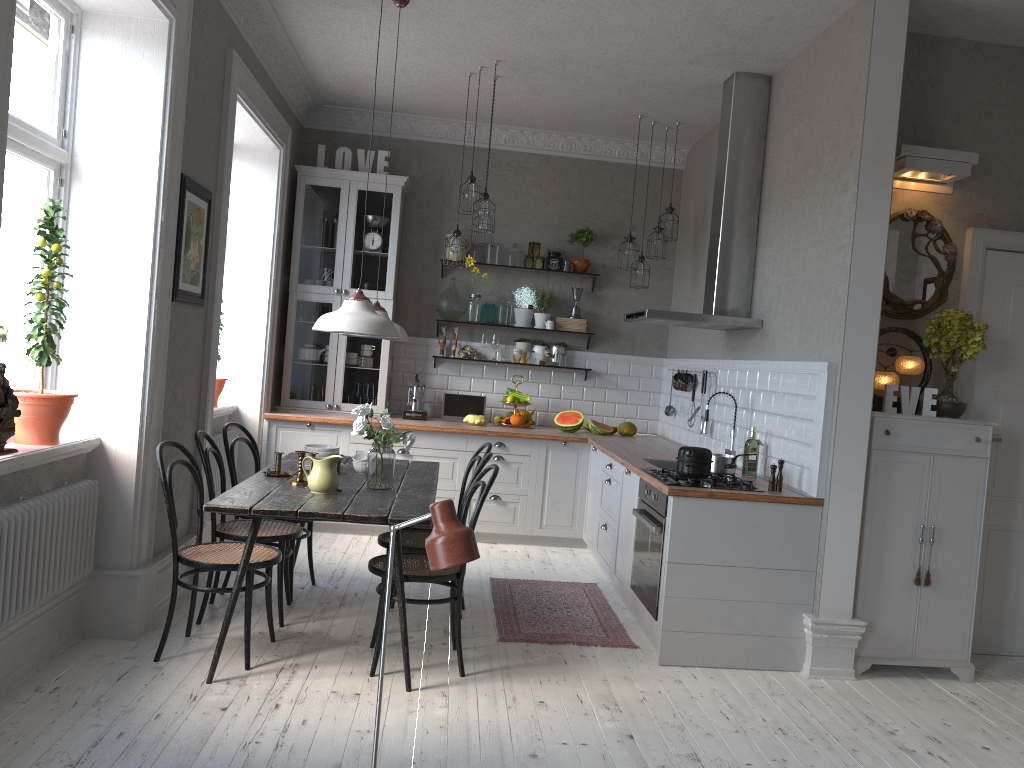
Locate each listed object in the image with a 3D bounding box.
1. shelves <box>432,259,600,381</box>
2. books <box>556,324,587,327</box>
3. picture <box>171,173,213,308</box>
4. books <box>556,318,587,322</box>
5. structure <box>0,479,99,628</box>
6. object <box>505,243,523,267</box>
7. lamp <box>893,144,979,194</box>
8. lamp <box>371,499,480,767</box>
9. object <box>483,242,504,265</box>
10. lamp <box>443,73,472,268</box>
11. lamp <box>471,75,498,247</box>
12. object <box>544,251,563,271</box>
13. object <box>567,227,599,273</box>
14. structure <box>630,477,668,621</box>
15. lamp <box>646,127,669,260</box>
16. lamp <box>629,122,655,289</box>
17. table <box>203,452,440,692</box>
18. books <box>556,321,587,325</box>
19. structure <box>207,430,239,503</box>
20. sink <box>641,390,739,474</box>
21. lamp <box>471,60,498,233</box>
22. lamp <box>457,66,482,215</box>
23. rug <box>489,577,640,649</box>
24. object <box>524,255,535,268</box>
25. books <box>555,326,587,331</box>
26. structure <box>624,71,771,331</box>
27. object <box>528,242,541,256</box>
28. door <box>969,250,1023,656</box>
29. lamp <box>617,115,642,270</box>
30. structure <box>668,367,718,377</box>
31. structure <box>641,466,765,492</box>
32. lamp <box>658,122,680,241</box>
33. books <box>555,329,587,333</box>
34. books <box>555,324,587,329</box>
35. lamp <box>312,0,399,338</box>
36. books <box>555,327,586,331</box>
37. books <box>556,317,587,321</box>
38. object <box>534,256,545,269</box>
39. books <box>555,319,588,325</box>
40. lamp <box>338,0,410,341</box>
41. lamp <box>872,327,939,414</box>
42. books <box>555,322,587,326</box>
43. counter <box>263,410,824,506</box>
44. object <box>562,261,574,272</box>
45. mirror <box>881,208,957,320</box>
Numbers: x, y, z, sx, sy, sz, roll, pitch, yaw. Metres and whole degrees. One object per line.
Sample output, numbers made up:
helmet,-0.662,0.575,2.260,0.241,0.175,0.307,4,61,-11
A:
shelves,0.028,-0.505,7.379,1.322,0.923,0.227,5,1,-6
books,0.498,-0.488,7.437,0.261,0.011,0.158,5,2,0
picture,-1.623,-0.712,4.518,0.020,0.619,0.519,5,2,-4
books,0.502,-0.531,7.436,0.260,0.016,0.158,5,2,3
structure,-1.822,0.643,3.282,0.149,0.428,1.216,5,2,-6
object,0.018,-1.073,7.435,0.137,0.220,0.143,6,2,44
lamp,2.160,-1.113,4.604,0.418,0.171,0.218,5,2,-6
lamp,-0.211,0.630,1.689,0.247,0.839,0.140,6,2,30
object,-0.155,-1.067,7.322,0.168,0.184,0.175,6,2,34
lamp,-0.321,-1.664,5.995,0.150,1.735,0.143,4,2,-38
lamp,-0.133,-1.808,6.007,0.148,1.735,0.145,4,1,-18
object,0.349,-1.022,7.417,0.142,0.174,0.141,5,2,-5
object,0.594,-1.113,7.394,0.257,0.397,0.244,5,2,19
structure,0.974,0.850,4.625,0.621,0.623,0.619,5,2,-5
lamp,1.198,-1.848,6.910,0.144,1.735,0.150,6,2,37
lamp,1.049,-1.604,6.796,0.149,1.735,0.144,4,2,-33
table,-0.863,0.843,4.499,0.909,0.735,1.912,5,2,-4
books,0.500,-0.510,7.437,0.261,0.011,0.158,5,2,0
structure,-1.989,0.557,5.799,0.149,0.428,1.216,5,2,-6
sink,1.085,0.383,5.273,0.530,0.720,0.484,5,1,-5
lamp,-0.120,-1.848,5.693,0.143,1.735,0.150,6,2,42
lamp,-0.215,-1.992,5.837,0.148,1.735,0.145,4,1,-18
rug,0.248,1.280,5.053,0.739,0.014,1.284,5,2,-4
object,0.140,-1.007,7.349,0.083,0.113,0.082,5,1,-5
books,0.496,-0.467,7.438,0.260,0.016,0.158,5,2,7
structure,1.194,-1.172,5.631,0.716,1.595,0.709,5,1,-5
object,0.184,-1.115,7.337,0.084,0.113,0.081,4,2,-25
door,2.812,0.396,4.811,0.755,2.183,0.079,5,1,-7
lamp,0.940,-1.732,6.646,0.144,1.735,0.149,5,2,27
structure,1.323,-0.092,6.546,0.095,0.053,1.081,5,2,-4
structure,0.978,0.485,4.618,0.498,0.031,0.603,5,2,-5
lamp,1.261,-1.967,6.743,0.149,1.735,0.144,4,2,-33
books,0.494,-0.445,7.438,0.262,0.011,0.157,5,2,-3
books,0.497,-0.478,7.438,0.260,0.016,0.158,5,2,3
lamp,-0.617,-1.143,3.914,0.372,1.858,0.387,6,2,32
books,0.495,-0.456,7.438,0.261,0.011,0.158,5,2,0
books,0.502,-0.542,7.436,0.261,0.011,0.158,5,2,0
object,0.228,-1.000,7.355,0.082,0.113,0.083,5,1,5
books,0.500,-0.521,7.436,0.260,0.016,0.158,5,2,7
lamp,-0.675,-1.173,4.802,0.379,1.858,0.380,5,1,2
lamp,1.961,-0.016,4.571,0.449,0.558,0.172,5,1,2
books,0.499,-0.500,7.437,0.262,0.011,0.157,5,2,-3
counter,-0.173,0.388,5.789,3.175,0.039,3.376,5,2,-5
object,0.464,-0.971,7.333,0.094,0.096,0.074,5,1,-5
mirror,2.112,-0.638,4.696,0.535,0.593,0.071,5,1,-6
